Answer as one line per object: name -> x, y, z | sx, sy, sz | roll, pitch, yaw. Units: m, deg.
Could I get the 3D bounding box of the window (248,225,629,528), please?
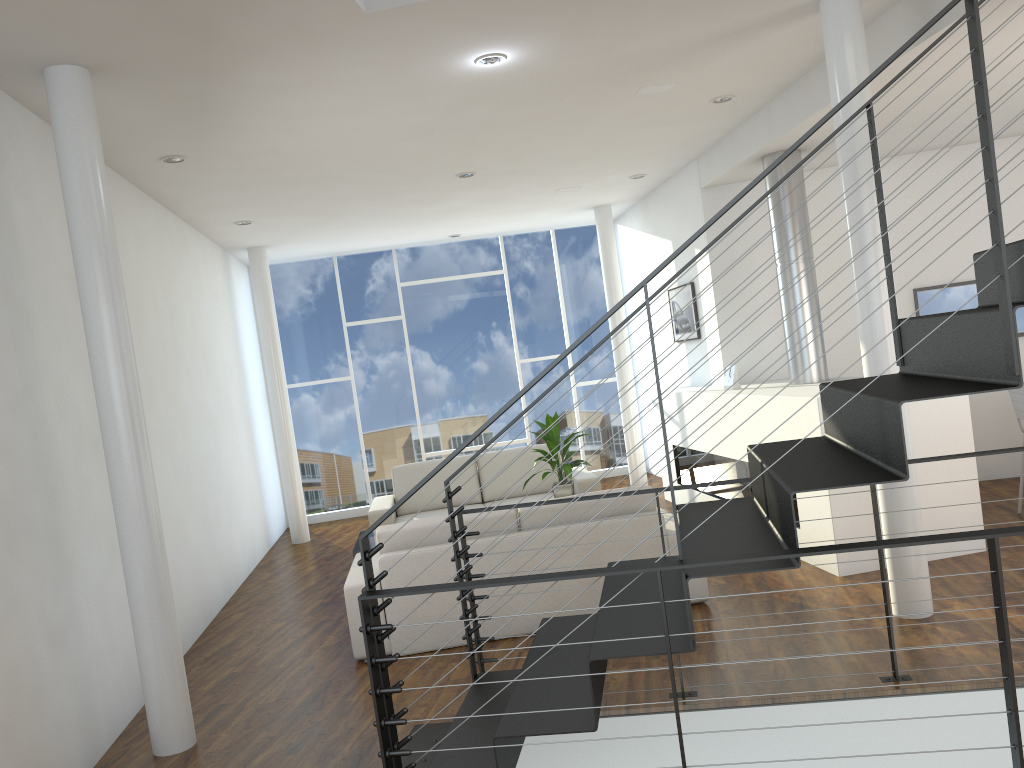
window -> -0.774, -1.680, 8.245 | 3.413, 5.641, 0.090 | -8, 3, -7

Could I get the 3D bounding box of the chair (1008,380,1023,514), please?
chair -> 2.885, 0.314, 4.591 | 0.555, 0.766, 0.427 | -7, 2, 15

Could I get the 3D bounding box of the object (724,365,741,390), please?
object -> 1.390, -0.041, 5.621 | 0.061, 0.151, 0.100 | -9, 2, -20

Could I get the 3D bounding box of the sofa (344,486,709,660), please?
sofa -> 0.028, 0.816, 4.291 | 1.610, 0.566, 0.802 | -8, 2, -6

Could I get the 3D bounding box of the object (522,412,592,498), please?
object -> 0.298, 0.455, 5.331 | 0.431, 0.602, 0.458 | -9, 2, -21

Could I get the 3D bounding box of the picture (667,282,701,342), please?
picture -> 1.299, -0.534, 6.719 | 0.020, 0.416, 0.575 | -8, 2, -7

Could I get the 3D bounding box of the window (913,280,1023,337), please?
window -> 3.682, -0.565, 5.780 | 2.025, 0.408, 0.165 | -8, 2, 9

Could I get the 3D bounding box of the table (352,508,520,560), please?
table -> -0.110, 0.960, 5.343 | 1.608, 0.285, 0.661 | -8, 1, -6

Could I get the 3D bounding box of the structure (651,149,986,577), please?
structure -> 1.572, -0.242, 5.494 | 0.750, 2.208, 2.749 | -8, 2, -7

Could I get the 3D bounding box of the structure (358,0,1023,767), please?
structure -> 1.663, 0.442, 2.268 | 4.364, 6.304, 1.092 | -8, 3, 9

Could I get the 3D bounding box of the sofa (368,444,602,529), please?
sofa -> -0.211, 0.806, 6.414 | 1.610, 0.566, 0.802 | -8, 2, -5
